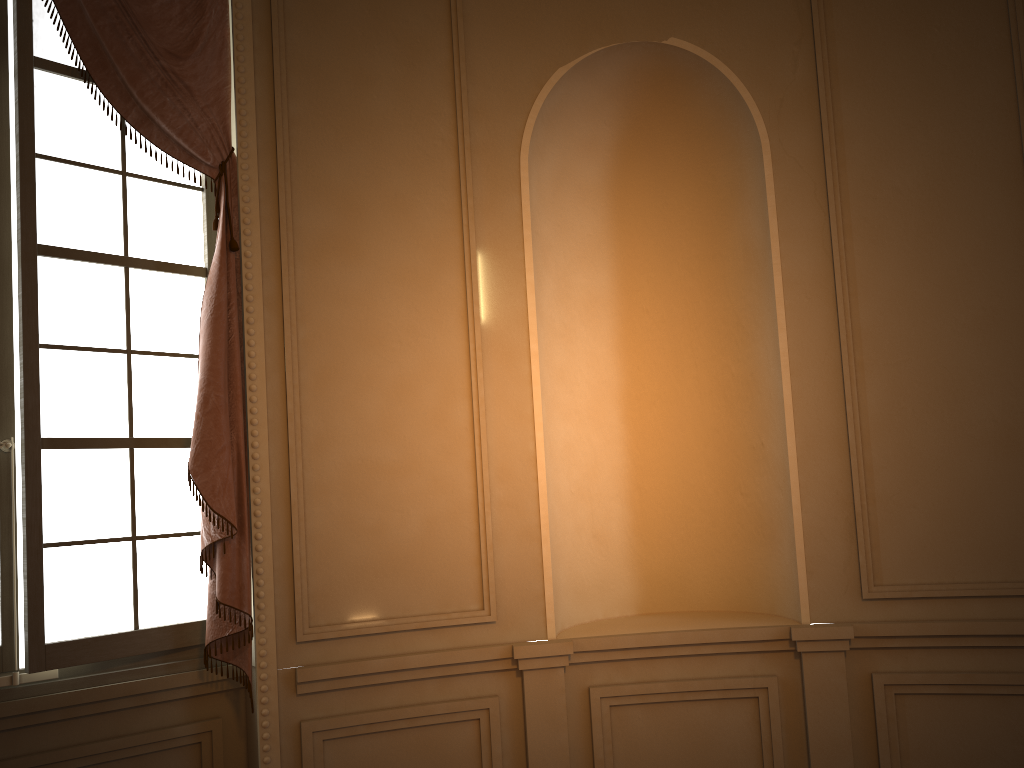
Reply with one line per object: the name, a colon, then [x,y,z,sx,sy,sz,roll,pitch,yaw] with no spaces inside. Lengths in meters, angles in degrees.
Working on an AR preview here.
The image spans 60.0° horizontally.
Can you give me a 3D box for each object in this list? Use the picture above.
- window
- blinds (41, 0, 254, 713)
window: [-1.595,-0.432,2.841,1.338,2.829,0.150,0,-5,-36]
blinds: [-1.457,-0.395,2.659,1.362,2.969,0.280,0,-5,-36]
